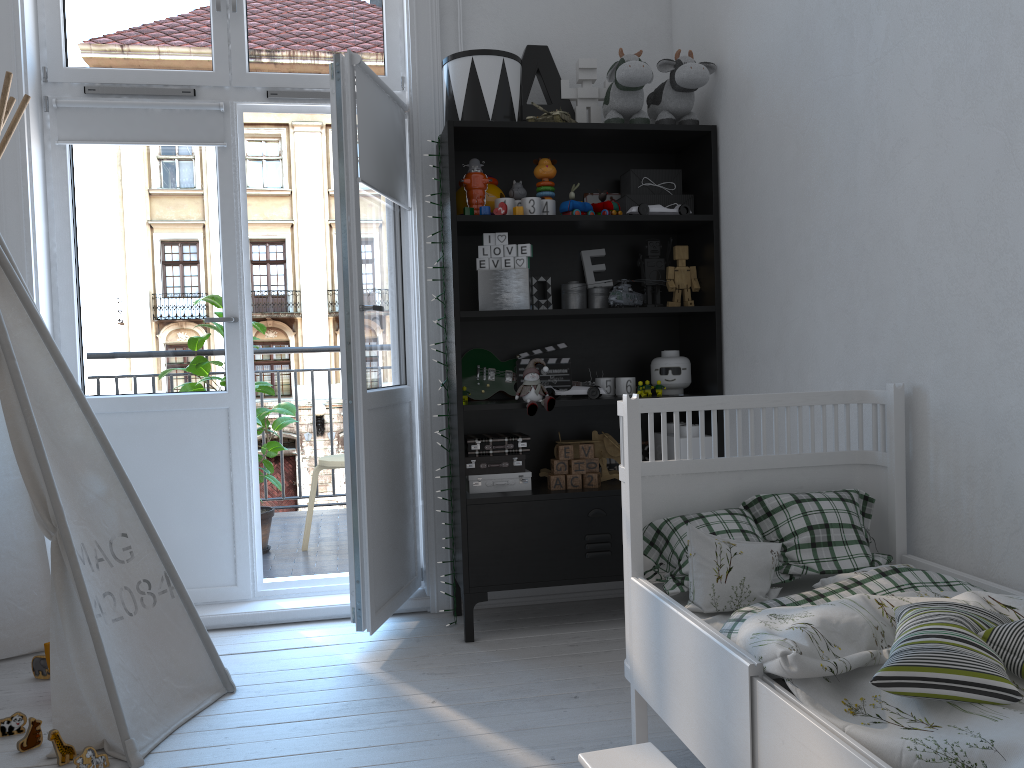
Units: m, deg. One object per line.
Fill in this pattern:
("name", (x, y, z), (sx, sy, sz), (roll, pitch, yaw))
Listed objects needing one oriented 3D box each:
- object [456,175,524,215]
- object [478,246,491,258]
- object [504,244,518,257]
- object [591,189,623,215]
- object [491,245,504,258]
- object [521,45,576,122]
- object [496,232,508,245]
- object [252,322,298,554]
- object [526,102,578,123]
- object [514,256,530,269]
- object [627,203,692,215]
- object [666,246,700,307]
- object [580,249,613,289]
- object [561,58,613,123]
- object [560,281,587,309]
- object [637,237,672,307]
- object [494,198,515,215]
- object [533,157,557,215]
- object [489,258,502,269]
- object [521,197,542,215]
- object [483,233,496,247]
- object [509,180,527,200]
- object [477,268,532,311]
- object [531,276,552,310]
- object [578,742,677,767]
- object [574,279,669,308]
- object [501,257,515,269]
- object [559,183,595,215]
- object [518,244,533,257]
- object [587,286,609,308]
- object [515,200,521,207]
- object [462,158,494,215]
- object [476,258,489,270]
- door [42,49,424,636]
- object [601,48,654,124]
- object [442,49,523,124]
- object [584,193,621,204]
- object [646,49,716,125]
("object", (-0.092, -0.644, 3.007), (0.197, 0.197, 0.318), (-2, 2, -14))
("object", (-0.091, -0.435, 2.936), (0.040, 0.040, 0.040), (-2, 2, -1))
("object", (-0.001, -0.438, 2.929), (0.040, 0.040, 0.040), (-1, 2, 19))
("object", (0.322, -0.624, 3.082), (0.087, 0.112, 0.122), (-4, 3, -40))
("object", (-0.046, -0.437, 2.932), (0.040, 0.040, 0.040), (-2, 2, 9))
("object", (0.093, -1.029, 3.171), (0.343, 0.344, 0.057), (-2, 2, -11))
("object", (-0.034, -0.477, 2.930), (0.040, 0.040, 0.040), (-2, 2, -1))
("object", (-1.339, 0.193, 4.231), (0.720, 1.225, 0.489), (-2, 2, -1))
("object", (0.133, -0.903, 2.996), (0.121, 0.100, 0.338), (-1, 2, 24))
("object", (0.033, -0.399, 2.928), (0.040, 0.040, 0.040), (-1, 2, 19))
("object", (0.501, -0.590, 3.027), (0.230, 0.048, 0.098), (-2, 2, -21))
("object", (0.598, -0.376, 3.118), (0.114, 0.221, 0.052), (-2, 2, -11))
("object", (0.309, -0.419, 3.234), (0.107, 0.151, 0.055), (-2, 2, -11))
("object", (0.270, -1.007, 3.174), (0.190, 0.291, 0.065), (-2, 2, -6))
("object", (0.222, -0.311, 3.177), (0.095, 0.110, 0.095), (-2, 2, -6))
("object", (0.512, -0.394, 3.164), (0.117, 0.259, 0.081), (-2, 2, -11))
("object", (-0.024, -0.580, 2.950), (0.067, 0.067, 0.067), (-2, 2, -10))
("object", (0.114, -0.659, 2.998), (0.077, 0.213, 0.077), (-1, 2, 23))
("object", (-0.056, -0.396, 2.943), (0.040, 0.040, 0.040), (-2, 2, -6))
("object", (0.065, -0.583, 2.951), (0.067, 0.067, 0.067), (-2, 2, -10))
("object", (-0.076, -0.476, 2.933), (0.040, 0.040, 0.040), (-2, 2, -6))
("object", (0.022, -0.633, 3.106), (0.063, 0.160, 0.063), (-3, 3, -32))
("object", (-0.023, -0.310, 2.972), (0.170, 0.138, 0.124), (-2, 2, 4))
("object", (0.108, -0.319, 3.190), (0.070, 0.135, 0.028), (-2, 2, -11))
("object", (0.173, 0.751, 1.353), (0.288, 0.246, 0.332), (-2, 2, -16))
("object", (0.392, -0.311, 3.092), (0.368, 0.106, 0.349), (-2, 2, -9))
("object", (-0.013, -0.397, 2.932), (0.040, 0.040, 0.040), (-2, 2, 4))
("object", (0.222, -0.619, 3.020), (0.121, 0.126, 0.087), (-3, 2, -34))
("object", (0.044, -0.439, 2.926), (0.040, 0.040, 0.040), (-1, 2, 14))
("object", (0.334, -0.304, 3.114), (0.078, 0.091, 0.246), (-2, 2, -16))
("object", (0.021, -0.583, 3.003), (0.067, 0.067, 0.067), (-3, 2, -37))
("object", (-0.112, -0.645, 2.931), (0.105, 0.203, 0.072), (-2, 2, -3))
("object", (-0.096, -0.395, 2.938), (0.040, 0.040, 0.040), (-2, 2, 4))
("door", (-0.940, -0.117, 2.972), (1.263, 1.839, 0.636), (-2, 2, -9))
("object", (0.385, -0.984, 3.029), (0.154, 0.253, 0.370), (-2, 2, -3))
("object", (-0.080, -0.978, 3.063), (0.272, 0.259, 0.394), (-1, 2, 18))
("object", (0.437, -0.639, 3.263), (0.347, 0.132, 0.037), (-2, 2, -11))
("object", (0.533, -0.990, 3.062), (0.211, 0.253, 0.386), (-3, 2, -27))
